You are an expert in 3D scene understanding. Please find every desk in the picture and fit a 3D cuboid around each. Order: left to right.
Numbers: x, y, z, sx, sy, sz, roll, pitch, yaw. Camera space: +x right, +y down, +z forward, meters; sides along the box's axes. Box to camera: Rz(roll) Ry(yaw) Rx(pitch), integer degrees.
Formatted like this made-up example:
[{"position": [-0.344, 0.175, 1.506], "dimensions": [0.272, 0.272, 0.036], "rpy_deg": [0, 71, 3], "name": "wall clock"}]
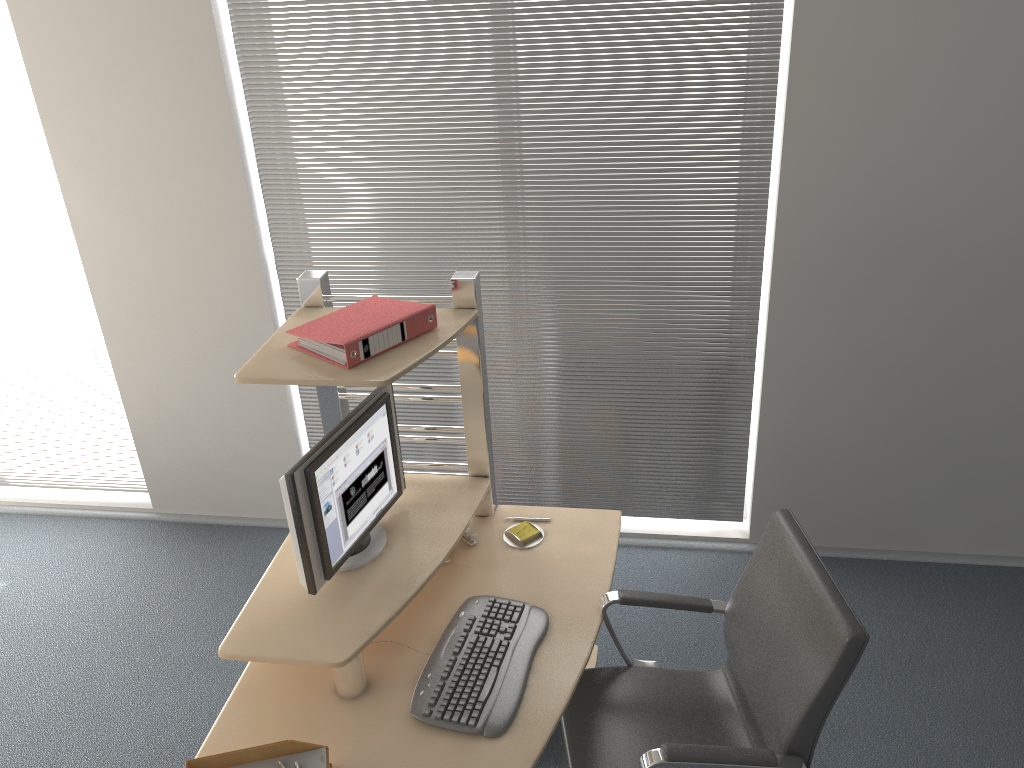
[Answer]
[{"position": [-0.231, 0.697, 2.335], "dimensions": [0.967, 1.566, 1.469], "rpy_deg": [1, 28, 9], "name": "desk"}]

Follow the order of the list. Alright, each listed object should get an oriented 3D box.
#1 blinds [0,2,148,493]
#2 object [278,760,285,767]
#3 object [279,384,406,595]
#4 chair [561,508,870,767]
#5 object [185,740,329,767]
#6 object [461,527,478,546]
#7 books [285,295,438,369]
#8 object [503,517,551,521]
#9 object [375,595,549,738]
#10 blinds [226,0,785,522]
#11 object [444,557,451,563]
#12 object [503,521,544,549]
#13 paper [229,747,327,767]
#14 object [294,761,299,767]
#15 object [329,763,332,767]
[{"position": [-2.788, -0.718, 3.869], "dimensions": [1.950, 2.749, 0.037], "rpy_deg": [1, 28, 9], "name": "blinds"}, {"position": [-0.480, 0.881, 1.947], "dimensions": [0.008, 0.009, 0.159], "rpy_deg": [-21, 32, -30], "name": "object"}, {"position": [-0.491, 0.277, 2.487], "dimensions": [0.245, 0.418, 0.516], "rpy_deg": [13, 31, 29], "name": "object"}, {"position": [0.466, 0.930, 2.367], "dimensions": [0.652, 1.048, 0.584], "rpy_deg": [-5, 27, -3], "name": "chair"}, {"position": [-0.553, 0.891, 1.917], "dimensions": [0.309, 0.060, 0.225], "rpy_deg": [-8, 28, -9], "name": "object"}, {"position": [-0.160, 0.469, 2.831], "dimensions": [0.022, 0.042, 0.134], "rpy_deg": [-23, 33, -33], "name": "object"}, {"position": [-0.412, -0.163, 2.431], "dimensions": [0.262, 0.072, 0.320], "rpy_deg": [19, 35, 37], "name": "books"}, {"position": [0.048, 0.441, 2.895], "dimensions": [0.158, 0.011, 0.011], "rpy_deg": [0, 27, 7], "name": "object"}, {"position": [-0.336, 0.725, 2.428], "dimensions": [0.814, 0.082, 0.478], "rpy_deg": [5, 28, 16], "name": "object"}, {"position": [-0.024, -0.652, 3.417], "dimensions": [1.950, 2.770, 0.022], "rpy_deg": [1, 28, 9], "name": "blinds"}, {"position": [-0.246, 0.492, 2.774], "dimensions": [0.054, 0.064, 0.159], "rpy_deg": [-14, 29, -20], "name": "object"}, {"position": [0.037, 0.472, 2.818], "dimensions": [0.132, 0.026, 0.132], "rpy_deg": [1, 28, 10], "name": "object"}, {"position": [-0.551, 0.906, 1.925], "dimensions": [0.297, 0.010, 0.210], "rpy_deg": [-8, 28, -9], "name": "paper"}, {"position": [-0.452, 0.884, 1.937], "dimensions": [0.008, 0.009, 0.159], "rpy_deg": [-16, 30, -23], "name": "object"}, {"position": [-0.550, 0.941, 1.943], "dimensions": [0.309, 0.060, 0.225], "rpy_deg": [-8, 28, -9], "name": "object"}]
